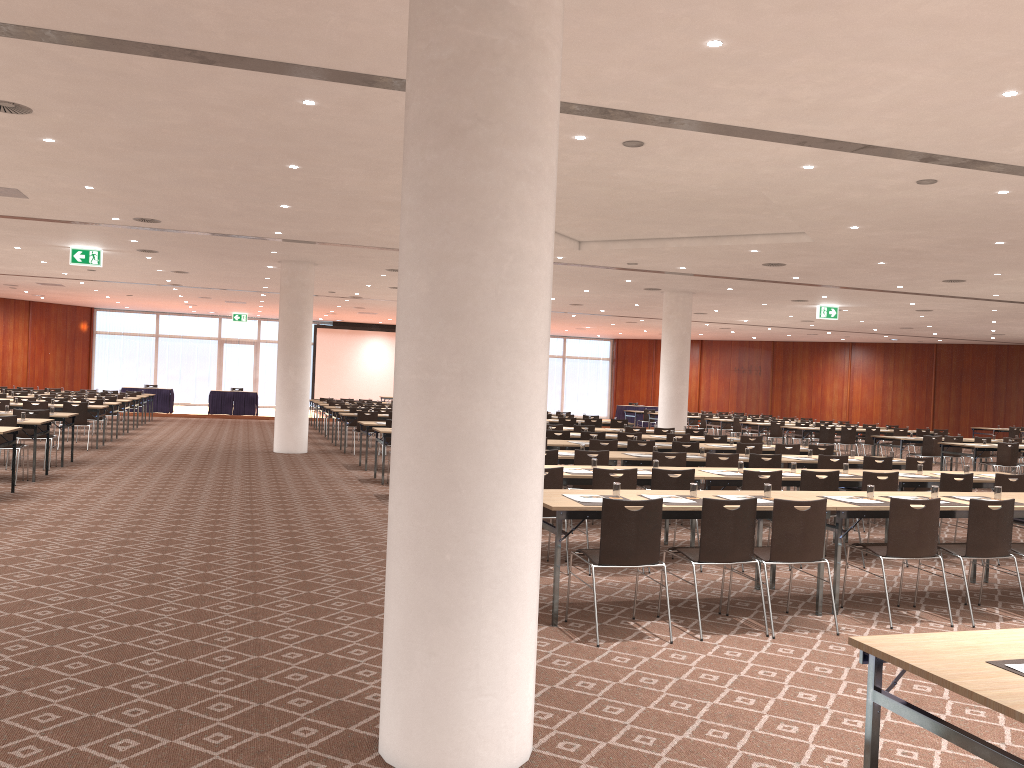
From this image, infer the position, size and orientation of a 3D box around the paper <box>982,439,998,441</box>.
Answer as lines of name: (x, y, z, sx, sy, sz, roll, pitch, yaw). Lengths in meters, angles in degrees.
paper: (10.736, 1.262, 20.063, 0.283, 0.006, 0.398, 2, 0, -16)

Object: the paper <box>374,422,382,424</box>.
paper: (-2.230, 0.717, 16.044, 0.460, 0.003, 0.565, 2, 0, -15)

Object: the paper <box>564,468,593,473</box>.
paper: (0.600, 0.841, 8.644, 0.283, 0.006, 0.398, 2, 0, -16)

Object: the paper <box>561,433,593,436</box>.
paper: (1.141, 0.861, 14.971, 0.460, 0.003, 0.565, 2, 0, -15)

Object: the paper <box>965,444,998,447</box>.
paper: (9.216, 1.204, 17.416, 0.460, 0.003, 0.565, 2, 0, -19)

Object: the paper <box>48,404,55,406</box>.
paper: (-9.320, 0.413, 17.594, 0.460, 0.003, 0.565, 2, 0, -19)

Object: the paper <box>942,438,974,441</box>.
paper: (9.871, 1.229, 19.723, 0.460, 0.003, 0.565, 2, 0, -16)

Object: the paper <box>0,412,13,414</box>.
paper: (-8.309, 0.459, 14.209, 0.460, 0.003, 0.565, 2, 0, -16)

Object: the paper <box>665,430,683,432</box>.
paper: (3.283, 0.946, 17.772, 0.283, 0.006, 0.398, 2, 0, -19)

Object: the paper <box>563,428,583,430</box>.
paper: (1.203, 0.862, 17.083, 0.460, 0.003, 0.565, 2, 0, -16)

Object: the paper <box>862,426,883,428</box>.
paper: (10.496, 1.251, 25.637, 0.460, 0.003, 0.565, 2, 0, -14)

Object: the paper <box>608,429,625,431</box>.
paper: (2.117, 0.901, 17.374, 0.460, 0.003, 0.565, 2, 0, -16)

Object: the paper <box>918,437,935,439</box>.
paper: (9.211, 1.198, 19.587, 0.283, 0.006, 0.398, 2, 0, -18)

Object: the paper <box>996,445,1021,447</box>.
paper: (9.847, 1.230, 17.613, 0.460, 0.003, 0.565, 2, 0, -16)

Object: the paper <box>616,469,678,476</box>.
paper: (1.324, 0.875, 8.800, 0.460, 0.003, 0.565, 2, 0, -14)

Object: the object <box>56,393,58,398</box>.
object: (-10.963, 0.280, 21.364, 0.054, 0.114, 0.054, 2, 1, -28)

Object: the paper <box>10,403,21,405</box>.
paper: (-9.933, 0.387, 17.391, 0.460, 0.003, 0.565, 2, 0, -20)

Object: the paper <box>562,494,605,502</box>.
paper: (0.570, 0.841, 6.537, 0.283, 0.006, 0.398, 2, 0, -17)

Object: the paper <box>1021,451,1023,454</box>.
paper: (10.364, 1.672, 15.845, 2.267, 0.833, 0.953, 2, 0, -17)

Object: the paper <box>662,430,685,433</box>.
paper: (3.328, 0.952, 17.749, 0.460, 0.003, 0.565, 2, 0, -16)

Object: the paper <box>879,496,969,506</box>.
paper: (3.411, 0.966, 7.329, 0.460, 0.003, 0.565, 2, 0, -17)

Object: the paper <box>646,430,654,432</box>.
paper: (2.737, 0.927, 17.540, 0.460, 0.003, 0.565, 2, 0, -13)

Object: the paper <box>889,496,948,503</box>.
paper: (3.379, 0.960, 7.371, 0.283, 0.006, 0.398, 2, 0, -16)

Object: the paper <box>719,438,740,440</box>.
paper: (3.921, 0.979, 15.799, 0.460, 0.003, 0.565, 2, 0, -16)

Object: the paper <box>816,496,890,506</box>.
paper: (2.809, 0.940, 7.115, 0.460, 0.003, 0.565, 2, 0, -16)

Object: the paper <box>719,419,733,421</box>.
paper: (6.504, 1.079, 26.523, 0.460, 0.003, 0.565, 2, 0, -15)

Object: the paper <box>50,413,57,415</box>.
paper: (-7.696, 0.485, 14.426, 0.460, 0.003, 0.565, 2, 0, -20)

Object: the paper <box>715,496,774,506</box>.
paper: (1.902, 0.902, 6.858, 0.460, 0.003, 0.565, 2, 0, -19)

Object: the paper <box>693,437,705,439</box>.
paper: (3.325, 0.954, 15.663, 0.460, 0.003, 0.565, 2, 0, -18)

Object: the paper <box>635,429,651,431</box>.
paper: (2.640, 0.919, 17.608, 0.283, 0.006, 0.398, 2, 0, -14)

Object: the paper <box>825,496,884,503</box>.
paper: (2.761, 0.934, 7.183, 0.283, 0.006, 0.398, 2, 0, -18)

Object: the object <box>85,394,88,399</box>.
object: (-10.342, 0.306, 21.545, 0.054, 0.114, 0.054, 2, 1, -28)

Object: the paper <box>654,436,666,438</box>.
paper: (2.617, 0.920, 15.477, 0.283, 0.006, 0.398, 2, 0, -15)

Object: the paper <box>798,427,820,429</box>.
paper: (7.651, 1.132, 22.702, 0.460, 0.003, 0.565, 2, 0, -16)

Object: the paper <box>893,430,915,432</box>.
paper: (10.432, 1.250, 23.549, 0.460, 0.003, 0.565, 2, 0, -19)

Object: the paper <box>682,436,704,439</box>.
paper: (3.235, 0.946, 15.684, 0.283, 0.006, 0.398, 2, 0, -16)

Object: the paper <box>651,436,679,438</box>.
paper: (2.695, 0.927, 15.443, 0.460, 0.003, 0.565, 2, 0, -18)

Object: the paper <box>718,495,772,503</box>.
paper: (1.815, 0.894, 6.913, 0.283, 0.006, 0.398, 2, 0, -15)

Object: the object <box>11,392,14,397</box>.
object: (-11.878, 0.241, 21.088, 0.054, 0.114, 0.054, 3, 1, 39)

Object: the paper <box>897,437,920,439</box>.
paper: (8.648, 1.178, 19.346, 0.460, 0.003, 0.565, 2, 0, -15)

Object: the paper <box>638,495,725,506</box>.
paper: (1.261, 0.874, 6.676, 0.460, 0.003, 0.565, 2, 0, -14)

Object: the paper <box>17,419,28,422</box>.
paper: (-7.120, 0.511, 12.515, 0.460, 0.003, 0.565, 2, 0, -18)

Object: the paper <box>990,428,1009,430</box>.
paper: (16.105, 1.486, 29.407, 0.460, 0.003, 0.565, 2, 0, -18)

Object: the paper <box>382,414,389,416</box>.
paper: (-2.705, 0.689, 19.625, 0.283, 0.006, 0.398, 2, 0, -16)

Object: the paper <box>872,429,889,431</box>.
paper: (9.742, 1.217, 23.411, 0.283, 0.006, 0.398, 2, 0, -17)

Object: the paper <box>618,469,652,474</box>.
paper: (1.242, 0.868, 8.810, 0.283, 0.006, 0.398, 2, 0, -15)

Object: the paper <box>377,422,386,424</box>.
paper: (-2.296, 0.710, 16.135, 0.283, 0.006, 0.398, 2, 0, -17)

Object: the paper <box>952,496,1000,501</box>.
paper: (4.011, 0.987, 7.565, 0.283, 0.006, 0.398, 2, 0, -14)

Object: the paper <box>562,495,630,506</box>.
paper: (0.661, 0.849, 6.474, 0.460, 0.003, 0.565, 2, 0, -13)

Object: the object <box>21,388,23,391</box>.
object: (-13.663, 0.161, 24.725, 0.054, 0.114, 0.054, 3, 1, 39)

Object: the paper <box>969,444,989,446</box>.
paper: (9.160, 1.197, 17.464, 0.283, 0.006, 0.398, 2, 0, -17)

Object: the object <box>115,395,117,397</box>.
object: (-9.705, 0.333, 21.742, 0.054, 0.114, 0.054, 2, 1, -28)

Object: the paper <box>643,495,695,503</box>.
paper: (1.184, 0.867, 6.719, 0.283, 0.006, 0.398, 2, 0, -14)

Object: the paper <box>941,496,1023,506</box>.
paper: (4.035, 0.992, 7.539, 0.460, 0.003, 0.565, 2, 0, -15)
